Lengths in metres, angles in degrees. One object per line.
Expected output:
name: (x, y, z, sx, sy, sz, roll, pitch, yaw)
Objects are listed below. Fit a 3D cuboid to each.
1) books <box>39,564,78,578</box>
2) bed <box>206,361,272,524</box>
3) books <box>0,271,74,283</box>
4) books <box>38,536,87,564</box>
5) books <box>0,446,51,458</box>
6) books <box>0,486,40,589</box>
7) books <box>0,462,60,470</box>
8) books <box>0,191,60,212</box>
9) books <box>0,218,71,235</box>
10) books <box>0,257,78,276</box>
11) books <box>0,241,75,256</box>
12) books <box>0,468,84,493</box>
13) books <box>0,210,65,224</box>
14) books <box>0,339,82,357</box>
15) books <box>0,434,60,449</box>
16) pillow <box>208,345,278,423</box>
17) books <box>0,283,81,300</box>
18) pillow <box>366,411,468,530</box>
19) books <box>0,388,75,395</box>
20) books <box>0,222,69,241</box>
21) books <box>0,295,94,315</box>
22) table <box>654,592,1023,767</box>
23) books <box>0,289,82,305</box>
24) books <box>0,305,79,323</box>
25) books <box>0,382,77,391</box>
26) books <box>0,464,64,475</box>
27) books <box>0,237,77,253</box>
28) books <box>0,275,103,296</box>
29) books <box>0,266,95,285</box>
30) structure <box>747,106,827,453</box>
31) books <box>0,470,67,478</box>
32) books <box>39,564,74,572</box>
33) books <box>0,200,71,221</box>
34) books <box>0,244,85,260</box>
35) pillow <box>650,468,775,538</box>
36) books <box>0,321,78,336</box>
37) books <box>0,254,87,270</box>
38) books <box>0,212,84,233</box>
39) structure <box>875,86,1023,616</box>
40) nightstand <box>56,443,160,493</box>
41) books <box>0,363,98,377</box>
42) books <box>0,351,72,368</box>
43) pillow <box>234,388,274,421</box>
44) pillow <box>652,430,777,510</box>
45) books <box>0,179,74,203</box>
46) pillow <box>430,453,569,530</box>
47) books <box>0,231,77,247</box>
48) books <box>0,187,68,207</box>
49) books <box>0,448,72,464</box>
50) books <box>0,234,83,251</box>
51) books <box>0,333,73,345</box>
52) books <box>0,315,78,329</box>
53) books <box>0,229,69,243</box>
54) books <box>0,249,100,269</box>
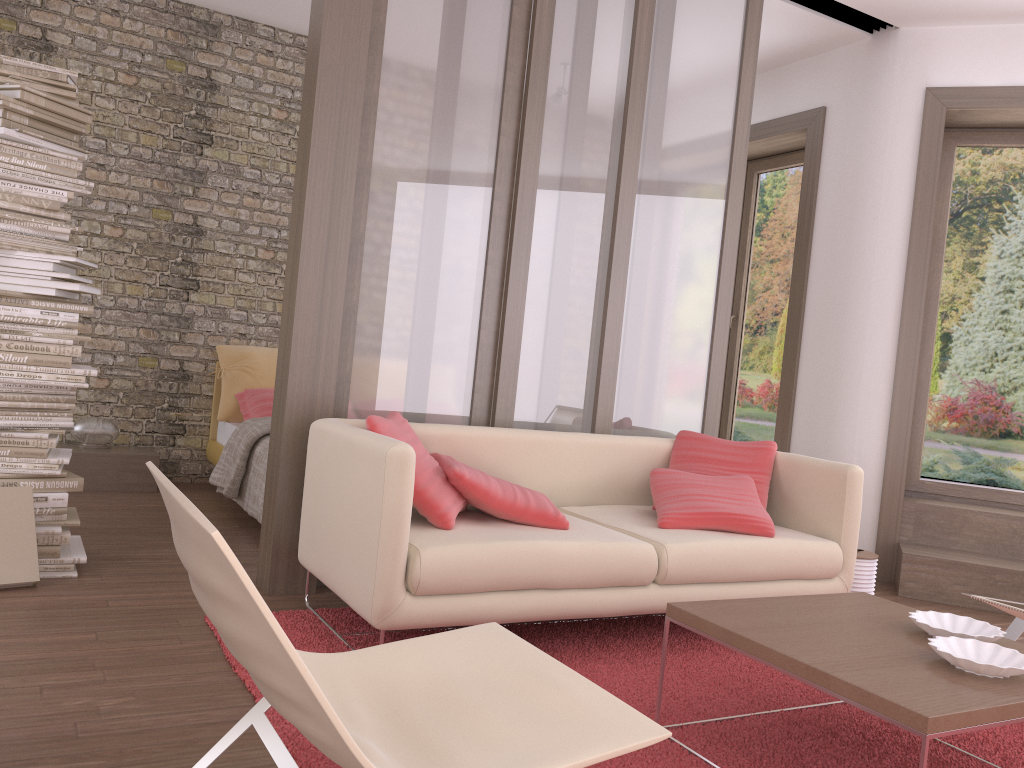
books: (-2.095, 0.742, 3.636, 0.542, 0.016, 0.423, 5, 1, -30)
bed: (-0.737, 0.415, 5.635, 2.219, 0.861, 2.360, 5, 1, -30)
books: (-2.089, -0.451, 3.695, 0.413, 0.013, 0.294, 6, 1, -10)
books: (-2.092, 0.688, 3.680, 0.566, 0.025, 0.423, 5, 1, -30)
books: (-2.152, 0.255, 3.660, 0.432, 0.038, 0.339, 5, 1, -25)
books: (-1.948, 0.586, 3.397, 0.218, 0.363, 0.246, 5, 1, -44)
books: (-2.151, 0.310, 3.671, 0.506, 0.023, 0.330, 5, 1, -25)
books: (-2.094, -0.755, 3.656, 0.379, 0.039, 0.297, 5, 1, -35)
books: (-2.071, -0.658, 3.686, 0.388, 0.020, 0.287, 5, 1, -35)
books: (-2.083, -0.498, 3.702, 0.417, 0.036, 0.308, 6, 1, -10)
books: (-2.094, -0.570, 3.661, 0.279, 0.015, 0.444, 7, 1, 35)
books: (-2.099, 0.394, 3.659, 0.518, 0.057, 0.341, 5, 1, -44)
books: (-2.089, -0.694, 3.647, 0.262, 0.009, 0.368, 7, 1, 35)
books: (-2.120, -0.168, 3.720, 0.542, 0.046, 0.421, 5, 1, -30)
books: (-2.139, 0.217, 3.687, 0.448, 0.038, 0.348, 5, 1, -25)
pillow: (-1.605, 0.019, 6.246, 1.019, 0.527, 0.355, 5, 1, -29)
books: (-2.086, -0.397, 3.712, 0.435, 0.030, 0.322, 6, 1, -10)
pillow: (-0.351, 0.312, 3.323, 0.379, 0.377, 0.498, 6, 1, 5)
books: (-2.089, 0.014, 3.690, 0.300, 0.018, 0.405, 7, 1, 40)
books: (-2.101, -0.637, 3.677, 0.297, 0.028, 0.379, 7, 1, 35)
books: (-2.086, -0.343, 3.719, 0.518, 0.038, 0.341, 5, 1, -44)
table: (1.007, 0.885, 2.423, 0.850, 0.378, 0.850, 5, 1, -30)
books: (-2.114, -0.375, 3.702, 0.364, 0.022, 0.450, 6, 1, 20)
books: (-2.110, -0.305, 3.684, 0.469, 0.038, 0.364, 5, 1, -44)
books: (-2.080, -0.007, 3.690, 0.310, 0.024, 0.396, 7, 1, 40)
books: (-2.107, 0.334, 3.663, 0.448, 0.013, 0.350, 5, 1, -25)
books: (-2.087, -0.583, 3.668, 0.288, 0.013, 0.432, 7, 1, 35)
books: (-2.038, -0.424, 3.716, 0.524, 0.030, 0.317, 6, 1, -10)
books: (-2.054, -0.466, 3.715, 0.484, 0.020, 0.323, 6, 1, -10)
structure: (1.367, -0.402, 6.572, 0.808, 2.881, 2.039, 5, 1, -30)
books: (-2.136, 0.349, 3.656, 0.450, 0.022, 0.364, 5, 1, -44)
books: (-2.150, 0.712, 3.641, 0.612, 0.028, 0.399, 5, 1, -30)
books: (-2.085, -0.722, 3.659, 0.297, 0.028, 0.379, 7, 1, 35)
books: (-2.067, -0.552, 3.671, 0.267, 0.015, 0.469, 7, 1, 35)
pillow: (0.843, 0.507, 3.809, 0.507, 0.224, 0.467, 6, 1, -2)
books: (-2.122, -0.245, 3.698, 0.469, 0.028, 0.368, 5, 1, -44)
books: (-2.071, -0.523, 3.722, 0.443, 0.010, 0.345, 6, 1, -10)
books: (-2.073, -0.678, 3.667, 0.283, 0.020, 0.467, 7, 1, 35)
structure: (3.222, -0.184, 4.860, 2.039, 2.881, 0.845, 6, 1, 20)
nightstand: (-2.657, 0.533, 5.651, 0.707, 0.240, 0.400, 5, 1, -30)
books: (-2.076, -0.079, 3.740, 0.566, 0.025, 0.423, 5, 1, -30)
books: (-2.133, -0.121, 3.687, 0.522, 0.046, 0.410, 5, 1, -30)
pillow: (-1.395, 0.182, 5.953, 0.831, 0.264, 0.538, 5, 1, -29)
pillow: (0.946, 0.428, 4.113, 0.498, 0.377, 0.379, 6, 1, 20)
books: (-2.051, -0.804, 3.681, 0.379, 0.028, 0.297, 5, 1, -35)
pillow: (-0.067, 0.421, 3.488, 0.467, 0.224, 0.507, 5, 1, -17)
books: (-2.083, -0.609, 3.674, 0.308, 0.011, 0.412, 7, 1, 35)
books: (-2.076, -0.783, 3.672, 0.388, 0.020, 0.287, 5, 1, -35)
books: (-2.101, 0.290, 3.700, 0.468, 0.021, 0.350, 5, 1, -25)
books: (-2.072, -0.595, 3.676, 0.291, 0.012, 0.446, 7, 1, 35)
books: (-2.121, -0.202, 3.689, 0.510, 0.020, 0.399, 5, 1, -30)
books: (-2.091, -0.271, 3.676, 0.442, 0.025, 0.346, 5, 1, -44)
books: (-2.103, -0.620, 3.662, 0.308, 0.007, 0.395, 7, 1, 35)
books: (-2.039, -0.535, 3.717, 0.500, 0.018, 0.326, 6, 1, -10)
